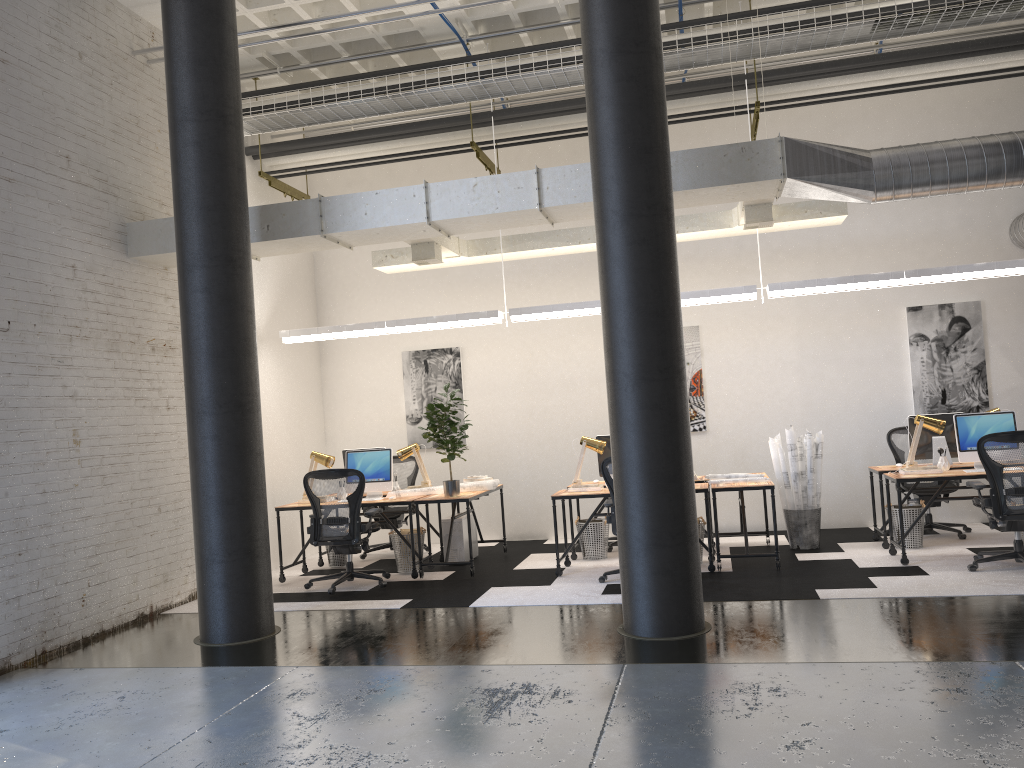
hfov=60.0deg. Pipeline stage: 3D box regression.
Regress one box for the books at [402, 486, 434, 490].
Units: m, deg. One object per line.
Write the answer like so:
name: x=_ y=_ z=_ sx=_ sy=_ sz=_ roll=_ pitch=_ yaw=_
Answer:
books: x=-0.965 y=1.098 z=9.229 sx=0.309 sy=0.038 sz=0.225 roll=-4 pitch=-2 yaw=13

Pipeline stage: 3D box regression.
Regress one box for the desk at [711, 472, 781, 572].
desk: x=2.144 y=1.249 z=8.232 sx=0.529 sy=0.724 sz=1.401 roll=-4 pitch=-2 yaw=12

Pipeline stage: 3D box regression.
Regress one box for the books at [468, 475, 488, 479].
books: x=-0.362 y=0.975 z=9.296 sx=0.185 sy=0.030 sz=0.153 roll=-4 pitch=-2 yaw=10

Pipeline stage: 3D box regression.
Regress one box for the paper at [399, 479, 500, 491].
paper: x=-0.651 y=1.039 z=8.844 sx=1.134 sy=0.082 sz=0.083 roll=-3 pitch=-2 yaw=-23

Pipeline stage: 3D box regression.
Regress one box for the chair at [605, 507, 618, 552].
chair: x=1.292 y=1.172 z=9.347 sx=0.770 sy=1.085 sz=0.793 roll=-4 pitch=-2 yaw=-4

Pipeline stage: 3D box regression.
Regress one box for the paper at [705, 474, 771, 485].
paper: x=2.061 y=0.864 z=8.129 sx=0.568 sy=0.061 sz=0.626 roll=-4 pitch=-2 yaw=10

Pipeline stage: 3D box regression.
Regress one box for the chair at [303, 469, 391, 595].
chair: x=-1.542 y=1.301 z=8.094 sx=0.770 sy=1.085 sz=0.793 roll=-4 pitch=-2 yaw=-4

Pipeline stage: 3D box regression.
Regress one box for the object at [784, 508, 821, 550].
object: x=2.803 y=1.390 z=8.526 sx=0.353 sy=0.398 sz=0.353 roll=-3 pitch=-2 yaw=-32

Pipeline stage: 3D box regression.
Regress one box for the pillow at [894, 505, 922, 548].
pillow: x=3.618 y=1.300 z=8.090 sx=0.239 sy=0.406 sz=0.119 roll=-4 pitch=-1 yaw=13

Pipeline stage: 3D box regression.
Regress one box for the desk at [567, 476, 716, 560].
desk: x=1.292 y=1.331 z=8.849 sx=1.401 sy=0.724 sz=0.529 roll=-4 pitch=-2 yaw=13

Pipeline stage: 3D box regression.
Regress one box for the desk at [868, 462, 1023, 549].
desk: x=4.122 y=1.112 z=8.264 sx=1.401 sy=0.724 sz=0.529 roll=-4 pitch=-2 yaw=13

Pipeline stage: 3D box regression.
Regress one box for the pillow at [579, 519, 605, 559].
pillow: x=0.788 y=1.519 z=8.675 sx=0.239 sy=0.406 sz=0.119 roll=-4 pitch=-1 yaw=13

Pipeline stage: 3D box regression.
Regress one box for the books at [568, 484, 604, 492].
books: x=0.686 y=0.967 z=8.221 sx=0.309 sy=0.038 sz=0.225 roll=-4 pitch=-2 yaw=13

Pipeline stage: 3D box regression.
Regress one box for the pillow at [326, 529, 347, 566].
pillow: x=-1.831 y=1.701 z=9.234 sx=0.239 sy=0.406 sz=0.119 roll=-4 pitch=-1 yaw=13

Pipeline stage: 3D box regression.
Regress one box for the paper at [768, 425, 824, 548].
paper: x=2.752 y=0.980 z=8.526 sx=0.440 sy=1.197 sz=0.412 roll=-4 pitch=-1 yaw=-10

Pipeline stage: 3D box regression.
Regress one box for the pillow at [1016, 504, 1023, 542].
pillow: x=4.457 y=1.224 z=7.606 sx=0.239 sy=0.406 sz=0.119 roll=-4 pitch=-1 yaw=13

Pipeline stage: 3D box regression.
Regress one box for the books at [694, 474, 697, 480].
books: x=1.654 y=0.916 z=8.669 sx=0.309 sy=0.038 sz=0.225 roll=-4 pitch=-2 yaw=13

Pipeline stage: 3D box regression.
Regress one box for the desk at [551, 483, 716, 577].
desk: x=1.101 y=1.313 z=8.024 sx=1.401 sy=0.724 sz=0.529 roll=-4 pitch=-2 yaw=13

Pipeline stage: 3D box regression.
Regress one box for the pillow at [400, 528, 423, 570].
pillow: x=-0.991 y=1.624 z=8.751 sx=0.239 sy=0.406 sz=0.119 roll=-4 pitch=-1 yaw=13

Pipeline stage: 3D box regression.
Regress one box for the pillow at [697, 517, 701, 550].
pillow: x=1.627 y=1.443 z=8.192 sx=0.239 sy=0.406 sz=0.119 roll=-4 pitch=-1 yaw=13

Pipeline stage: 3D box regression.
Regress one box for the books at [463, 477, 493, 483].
books: x=-0.355 y=1.007 z=9.310 sx=0.257 sy=0.044 sz=0.193 roll=-5 pitch=-2 yaw=30

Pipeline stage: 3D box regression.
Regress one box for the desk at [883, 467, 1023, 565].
desk: x=3.931 y=1.094 z=7.439 sx=1.401 sy=0.724 sz=0.529 roll=-4 pitch=-2 yaw=13

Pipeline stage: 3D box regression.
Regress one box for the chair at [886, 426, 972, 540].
chair: x=4.122 y=0.953 z=8.762 sx=0.770 sy=1.085 sz=0.793 roll=-4 pitch=-2 yaw=-4

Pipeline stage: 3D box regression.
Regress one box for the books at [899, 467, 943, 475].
books: x=3.516 y=0.748 z=7.636 sx=0.309 sy=0.038 sz=0.225 roll=-4 pitch=-2 yaw=13

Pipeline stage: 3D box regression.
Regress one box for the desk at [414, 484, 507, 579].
desk: x=-0.475 y=1.430 z=8.791 sx=0.529 sy=0.724 sz=1.401 roll=-4 pitch=-2 yaw=12

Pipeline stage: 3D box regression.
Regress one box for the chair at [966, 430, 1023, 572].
chair: x=3.906 y=0.900 z=6.950 sx=0.770 sy=1.085 sz=0.793 roll=-4 pitch=-2 yaw=-4

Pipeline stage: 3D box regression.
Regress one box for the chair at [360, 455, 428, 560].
chair: x=-1.327 y=1.354 z=9.906 sx=0.770 sy=1.085 sz=0.793 roll=-4 pitch=-2 yaw=-4

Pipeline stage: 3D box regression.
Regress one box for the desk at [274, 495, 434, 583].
desk: x=-1.518 y=1.495 z=8.584 sx=1.401 sy=0.724 sz=0.529 roll=-4 pitch=-2 yaw=13

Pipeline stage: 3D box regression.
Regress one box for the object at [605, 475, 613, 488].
object: x=0.921 y=0.910 z=8.292 sx=0.101 sy=0.126 sz=0.101 roll=-3 pitch=-2 yaw=-32

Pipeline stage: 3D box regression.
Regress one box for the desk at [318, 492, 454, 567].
desk: x=-1.326 y=1.513 z=9.409 sx=1.401 sy=0.724 sz=0.529 roll=-4 pitch=-2 yaw=13

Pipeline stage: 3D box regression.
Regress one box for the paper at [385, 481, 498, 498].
paper: x=-0.688 y=1.036 z=8.681 sx=1.134 sy=0.082 sz=0.083 roll=-3 pitch=-2 yaw=-13

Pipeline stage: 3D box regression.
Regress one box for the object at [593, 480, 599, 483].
object: x=0.856 y=0.989 z=9.021 sx=0.059 sy=0.029 sz=0.106 roll=-4 pitch=-2 yaw=13

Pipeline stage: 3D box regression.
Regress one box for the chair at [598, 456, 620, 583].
chair: x=1.076 y=1.119 z=7.535 sx=0.770 sy=1.085 sz=0.793 roll=-4 pitch=-2 yaw=-4

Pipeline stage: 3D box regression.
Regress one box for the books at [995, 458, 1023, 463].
books: x=4.484 y=0.697 z=8.084 sx=0.309 sy=0.038 sz=0.225 roll=-4 pitch=-2 yaw=13

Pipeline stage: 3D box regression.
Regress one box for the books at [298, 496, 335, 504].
books: x=-1.932 y=1.148 z=8.780 sx=0.309 sy=0.038 sz=0.225 roll=-4 pitch=-2 yaw=13
